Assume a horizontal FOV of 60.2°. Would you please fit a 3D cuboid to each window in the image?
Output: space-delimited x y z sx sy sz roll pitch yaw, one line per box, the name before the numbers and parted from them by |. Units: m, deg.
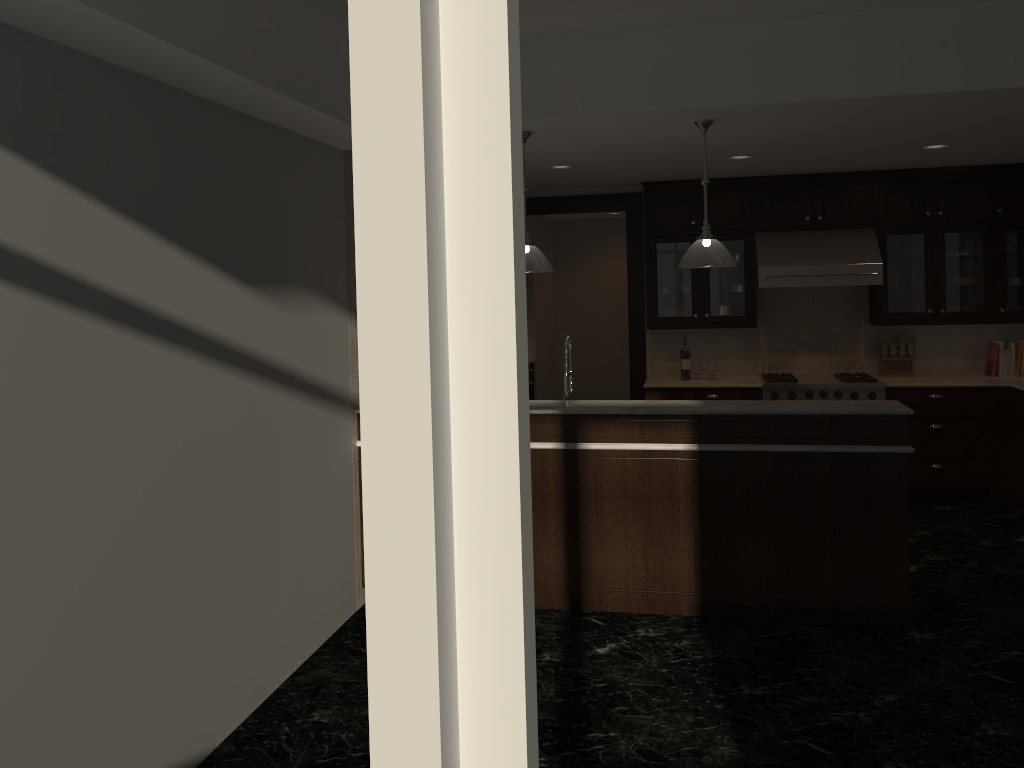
window | -0.467 -0.042 0.896 2.309 2.198 0.153 -1 1 10

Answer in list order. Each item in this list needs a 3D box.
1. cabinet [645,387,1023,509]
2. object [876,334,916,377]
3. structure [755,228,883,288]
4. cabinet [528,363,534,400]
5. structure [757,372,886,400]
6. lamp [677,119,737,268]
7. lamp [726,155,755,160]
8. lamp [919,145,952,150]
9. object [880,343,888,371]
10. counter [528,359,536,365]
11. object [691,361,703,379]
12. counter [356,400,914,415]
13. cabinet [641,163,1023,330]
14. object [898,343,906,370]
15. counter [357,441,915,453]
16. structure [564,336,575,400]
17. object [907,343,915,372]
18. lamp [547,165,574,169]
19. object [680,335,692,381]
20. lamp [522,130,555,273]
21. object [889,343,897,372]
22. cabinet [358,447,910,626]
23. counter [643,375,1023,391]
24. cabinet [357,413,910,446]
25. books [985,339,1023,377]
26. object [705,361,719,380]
cabinet | 2.623 0.529 6.345 3.366 0.878 2.328 0 6 12
object | 3.185 -0.239 7.295 0.316 0.349 0.111 -1 1 11
structure | 2.469 -1.037 7.201 0.930 0.476 0.643 0 4 12
cabinet | 0.065 0.225 9.129 0.057 0.744 1.801 -1 5 12
structure | 2.500 0.352 7.197 0.905 0.836 0.722 -1 3 12
lamp | 1.034 -1.015 4.718 0.317 0.782 0.318 -1 2 26
lamp | 1.590 -1.643 6.157 0.198 0.136 0.198 -3 5 -23
lamp | 2.827 -1.648 5.901 0.198 0.136 0.198 -6 6 -43
object | 3.083 -0.223 7.306 0.061 0.228 0.061 -2 1 -7
counter | -0.266 -0.164 9.189 0.708 0.032 1.866 0 6 12
object | 1.570 -0.119 7.503 0.112 0.151 0.113 -1 3 4
counter | 0.573 0.122 4.700 2.853 0.032 0.330 0 6 12
cabinet | 2.586 -0.999 6.326 3.365 1.252 2.319 0 5 12
object | 3.218 -0.225 7.278 0.061 0.225 0.061 -2 1 -19
counter | 0.644 0.265 5.060 2.867 0.032 1.060 0 6 12
structure | 0.333 -0.018 5.157 0.051 0.529 0.244 -1 2 11
object | 3.283 -0.219 7.266 0.061 0.237 0.061 -2 1 -25
lamp | 0.353 -1.639 6.412 0.197 0.136 0.199 0 5 17
object | 1.459 -0.220 7.419 0.094 0.377 0.095 -1 1 27
lamp | 0.070 -1.011 4.917 0.317 0.782 0.318 -1 2 26
object | 3.148 -0.219 7.293 0.061 0.237 0.061 -2 1 -19
cabinet | 0.660 0.705 5.070 2.846 0.911 1.031 0 4 12
counter | 2.611 0.072 6.338 3.366 0.032 2.328 0 6 12
cabinet | 0.565 0.214 4.704 2.834 0.152 0.294 0 5 12
books | 4.143 -0.221 7.092 0.603 0.311 0.195 -1 3 11
object | 1.676 -0.110 7.392 0.112 0.151 0.113 -1 3 4
